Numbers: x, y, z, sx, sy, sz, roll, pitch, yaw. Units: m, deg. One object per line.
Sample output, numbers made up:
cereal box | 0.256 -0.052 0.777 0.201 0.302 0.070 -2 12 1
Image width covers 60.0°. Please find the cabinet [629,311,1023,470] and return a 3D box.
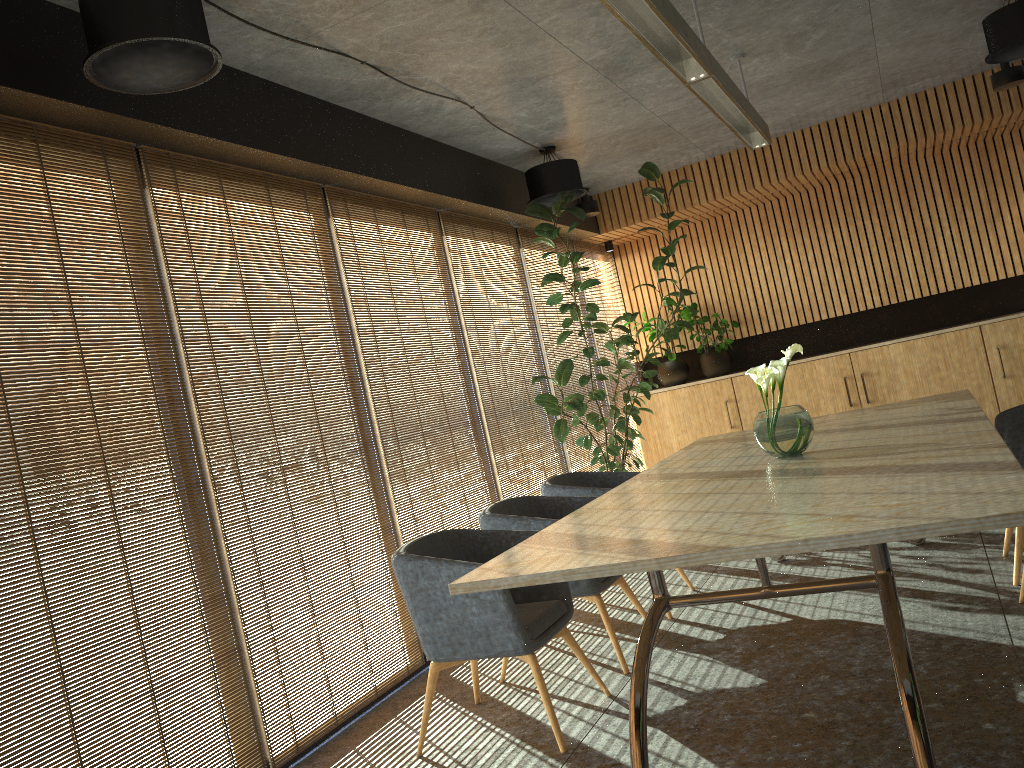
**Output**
cabinet | 3.775 0.238 9.521 4.954 1.272 1.006 -13 -1 25

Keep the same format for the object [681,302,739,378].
object | 2.208 -0.506 10.063 0.679 0.880 0.512 -13 -1 28

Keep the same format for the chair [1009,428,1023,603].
chair | 2.594 0.553 3.919 0.761 0.944 0.706 -13 -1 25

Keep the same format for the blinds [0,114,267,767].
blinds | -1.760 0.396 3.522 0.039 3.038 1.422 -13 -1 25

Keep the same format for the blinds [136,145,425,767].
blinds | -1.869 0.415 2.340 1.388 3.075 6.486 -13 -1 6

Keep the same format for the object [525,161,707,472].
object | 0.822 -0.161 8.187 1.875 3.266 1.958 -12 -1 -27

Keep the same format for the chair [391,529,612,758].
chair | -0.079 1.148 4.193 0.761 0.944 0.706 -13 -1 25

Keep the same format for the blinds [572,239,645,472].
blinds | 1.276 -0.141 10.190 0.039 3.038 1.422 -13 -1 25

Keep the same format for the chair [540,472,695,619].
chair | 0.664 1.017 5.826 0.761 0.944 0.706 -13 -1 25

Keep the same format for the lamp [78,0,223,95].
lamp | -1.439 -1.441 3.466 0.513 0.497 0.513 -13 -1 14

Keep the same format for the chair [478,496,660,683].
chair | 0.293 1.083 5.009 0.761 0.944 0.706 -13 -1 25

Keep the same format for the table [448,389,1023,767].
table | 1.496 0.813 4.440 1.816 0.927 3.932 -13 -1 25

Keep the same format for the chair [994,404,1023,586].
chair | 2.965 0.487 4.735 0.761 0.944 0.706 -13 -1 25

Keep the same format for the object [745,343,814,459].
object | 1.343 0.094 4.475 0.295 0.546 0.322 -13 -1 35

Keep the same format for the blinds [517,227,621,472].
blinds | 0.669 -0.033 8.857 0.039 3.038 1.422 -13 -1 25

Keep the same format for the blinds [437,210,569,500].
blinds | 0.052 0.076 7.502 0.039 3.038 1.422 -13 -1 25

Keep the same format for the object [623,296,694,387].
object | 1.742 -0.488 10.293 0.640 1.054 0.666 -12 -1 -24

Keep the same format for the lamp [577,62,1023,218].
lamp | 2.497 -2.299 8.422 4.179 0.294 0.257 -13 -1 25

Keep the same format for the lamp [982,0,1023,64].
lamp | 3.412 -2.462 5.948 0.513 0.497 0.513 -12 -1 -36

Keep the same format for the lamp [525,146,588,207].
lamp | 0.335 -1.754 7.406 0.513 0.497 0.513 -12 -1 -4

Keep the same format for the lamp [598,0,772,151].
lamp | 0.887 -1.845 4.517 0.151 0.618 4.009 -13 -1 25

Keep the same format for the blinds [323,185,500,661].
blinds | -0.555 0.183 6.169 0.039 3.038 1.422 -13 -1 25
